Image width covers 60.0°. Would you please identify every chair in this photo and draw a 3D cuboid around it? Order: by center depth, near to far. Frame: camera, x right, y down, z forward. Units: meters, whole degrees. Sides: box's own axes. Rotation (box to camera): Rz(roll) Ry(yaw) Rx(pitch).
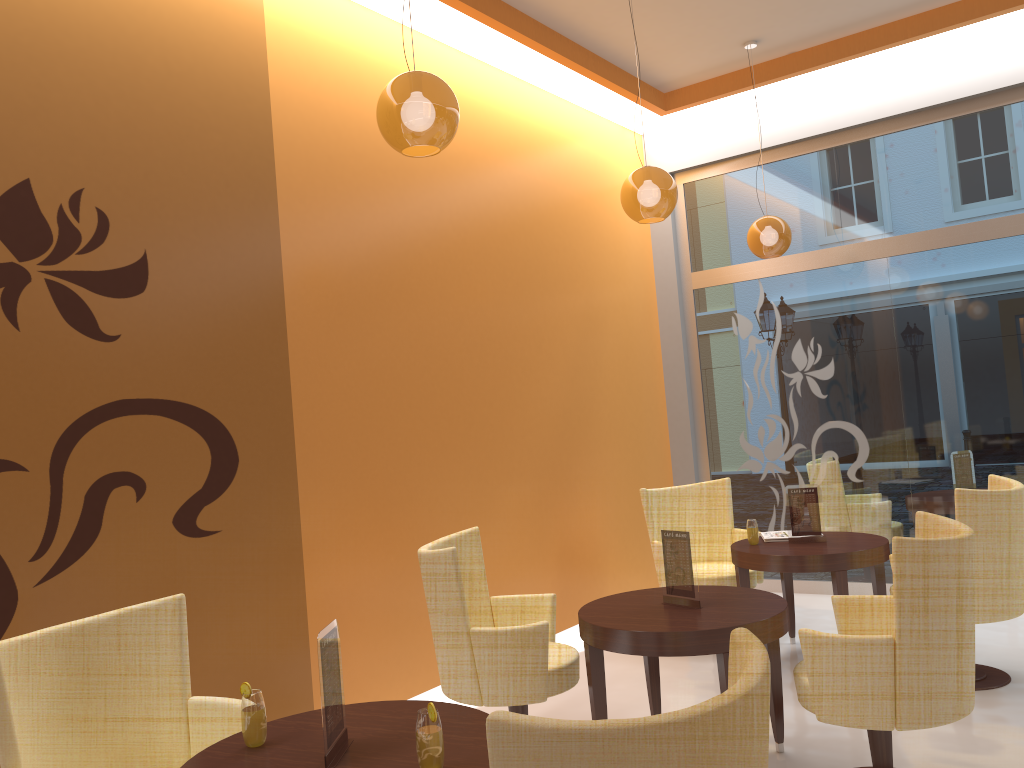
[{"bbox_3d":[0.202,1.066,1.812,0.729,1.017,0.685,-3,-3,-37],"label":"chair"},{"bbox_3d":[-1.137,1.216,2.675,0.685,1.017,0.729,-6,-3,24],"label":"chair"},{"bbox_3d":[1.414,1.035,3.348,0.685,1.017,0.729,-6,-3,33],"label":"chair"},{"bbox_3d":[-0.044,1.184,3.991,0.685,1.017,0.729,-5,-3,4],"label":"chair"},{"bbox_3d":[2.325,1.016,4.614,0.685,1.017,0.729,-7,-3,39],"label":"chair"},{"bbox_3d":[1.255,1.158,5.795,0.729,1.017,0.685,-4,-3,-22],"label":"chair"}]

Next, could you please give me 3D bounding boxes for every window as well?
[{"bbox_3d":[4.816,-0.417,5.076,8.200,3.380,0.040,-7,-3,36],"label":"window"}]

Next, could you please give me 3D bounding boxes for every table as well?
[{"bbox_3d":[-0.411,1.310,2.316,0.874,0.679,0.872,-4,-3,-23],"label":"table"},{"bbox_3d":[0.743,1.278,3.741,0.874,0.679,0.872,-4,-3,-18],"label":"table"},{"bbox_3d":[1.743,1.257,5.131,0.874,0.679,0.872,-4,-3,-8],"label":"table"}]

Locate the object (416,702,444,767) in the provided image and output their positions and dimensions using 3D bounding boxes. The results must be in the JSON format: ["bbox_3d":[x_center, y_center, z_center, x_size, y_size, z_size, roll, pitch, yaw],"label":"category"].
[{"bbox_3d":[-0.199,0.858,2.161,0.072,0.171,0.067,-6,-3,18],"label":"object"}]

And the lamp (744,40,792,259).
[{"bbox_3d":[1.717,-1.620,6.122,0.299,1.500,0.299,-7,-3,36],"label":"lamp"}]

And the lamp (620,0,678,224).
[{"bbox_3d":[0.665,-1.598,4.661,0.299,1.500,0.299,-7,-3,36],"label":"lamp"}]

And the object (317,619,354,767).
[{"bbox_3d":[-1.004,0.816,1.558,0.187,0.335,2.090,-6,-3,32],"label":"object"}]

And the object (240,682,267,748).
[{"bbox_3d":[-0.718,0.915,2.456,0.072,0.171,0.067,-4,-3,-7],"label":"object"}]

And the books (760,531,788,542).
[{"bbox_3d":[1.692,0.918,5.374,0.339,0.028,0.273,-5,-3,11],"label":"books"}]

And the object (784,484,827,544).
[{"bbox_3d":[1.701,0.753,5.153,0.209,0.335,0.042,-6,-3,19],"label":"object"}]

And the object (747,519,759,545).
[{"bbox_3d":[1.422,0.874,5.236,0.067,0.148,0.067,-3,-3,-30],"label":"object"}]

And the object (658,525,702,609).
[{"bbox_3d":[0.706,0.773,3.772,0.042,0.335,0.209,-3,-3,-36],"label":"object"}]

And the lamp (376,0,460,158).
[{"bbox_3d":[-0.386,-1.576,3.200,0.299,1.500,0.299,-3,-3,-29],"label":"lamp"}]
